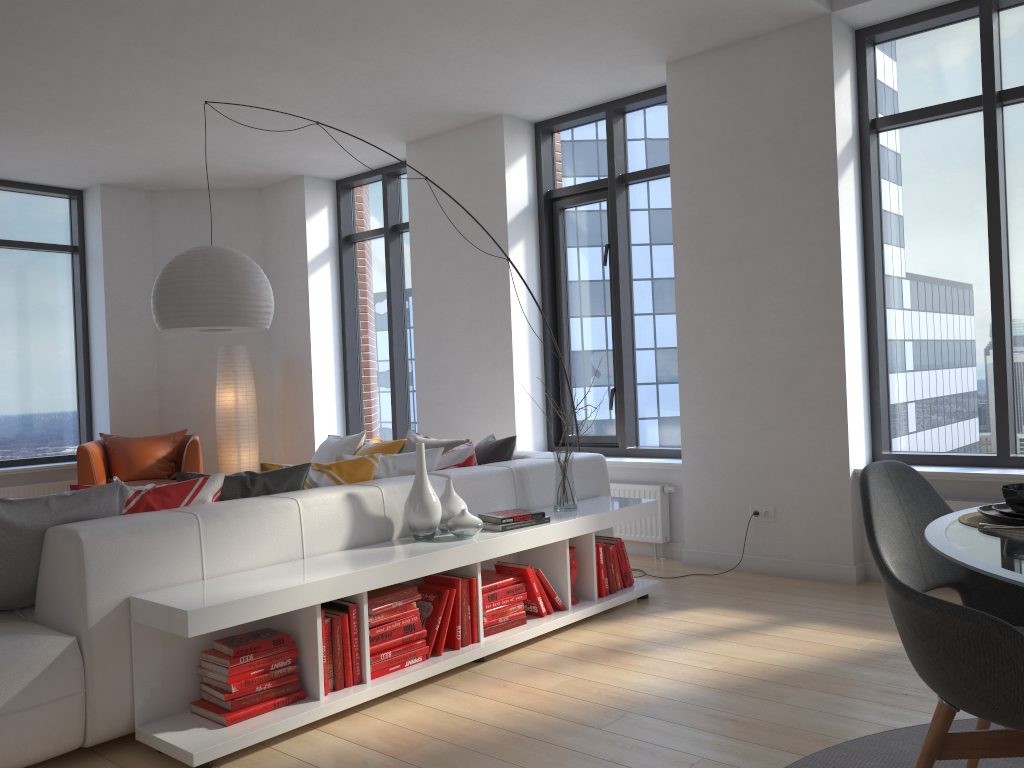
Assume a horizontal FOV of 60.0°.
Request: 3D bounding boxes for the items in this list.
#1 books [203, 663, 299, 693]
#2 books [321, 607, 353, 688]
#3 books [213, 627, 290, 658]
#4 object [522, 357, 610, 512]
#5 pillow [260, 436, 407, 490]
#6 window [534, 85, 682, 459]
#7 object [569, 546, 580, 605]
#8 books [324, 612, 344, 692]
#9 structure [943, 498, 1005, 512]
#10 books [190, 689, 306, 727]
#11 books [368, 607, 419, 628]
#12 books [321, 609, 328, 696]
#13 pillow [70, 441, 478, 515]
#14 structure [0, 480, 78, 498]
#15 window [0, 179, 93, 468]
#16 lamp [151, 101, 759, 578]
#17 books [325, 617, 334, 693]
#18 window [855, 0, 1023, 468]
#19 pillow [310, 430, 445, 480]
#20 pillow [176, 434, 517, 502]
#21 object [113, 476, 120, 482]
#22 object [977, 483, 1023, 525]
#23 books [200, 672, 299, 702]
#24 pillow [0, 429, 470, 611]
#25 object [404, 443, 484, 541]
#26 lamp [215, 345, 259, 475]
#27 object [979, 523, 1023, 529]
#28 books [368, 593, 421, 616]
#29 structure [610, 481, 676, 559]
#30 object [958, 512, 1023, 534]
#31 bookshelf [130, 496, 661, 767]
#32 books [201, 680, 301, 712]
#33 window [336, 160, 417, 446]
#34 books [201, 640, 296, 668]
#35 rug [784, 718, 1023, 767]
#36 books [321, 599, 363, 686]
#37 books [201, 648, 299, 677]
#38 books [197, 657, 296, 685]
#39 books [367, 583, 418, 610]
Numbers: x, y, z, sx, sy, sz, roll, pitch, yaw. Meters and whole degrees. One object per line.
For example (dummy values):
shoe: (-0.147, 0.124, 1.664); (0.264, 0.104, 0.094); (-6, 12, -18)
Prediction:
books: (-0.883, 0.979, 3.002); (0.182, 0.025, 0.257); (-2, 0, 41)
books: (-0.651, 0.944, 3.192); (0.195, 0.259, 0.042); (-2, 0, 41)
books: (-0.880, 0.873, 3.001); (0.206, 0.029, 0.152); (-2, 0, -43)
object: (0.305, 0.241, 4.306); (0.406, 0.744, 0.607); (-2, 0, -9)
pillow: (-0.917, 0.542, 4.762); (0.630, 0.440, 2.095); (-2, 0, -2)
window: (0.756, -0.709, 6.049); (1.310, 2.402, 0.170); (-2, 0, 41)
object: (0.253, 0.907, 4.202); (0.125, 0.258, 0.125); (-2, 0, 18)
books: (-0.683, 0.946, 3.170); (0.207, 0.259, 0.034); (-2, 0, 41)
structure: (2.363, 0.799, 4.272); (1.015, 0.460, 0.110); (-2, 0, 41)
books: (-0.886, 1.067, 2.985); (0.227, 0.032, 0.301); (-2, 0, 41)
books: (-0.500, 0.876, 3.368); (0.178, 0.023, 0.236); (-2, 0, 41)
books: (-0.726, 0.931, 3.116); (0.208, 0.294, 0.036); (-2, 0, 41)
pillow: (-0.852, 0.551, 4.007); (0.575, 0.449, 2.250); (-2, 0, 38)
structure: (-4.146, 1.061, 7.032); (0.110, 0.460, 1.474); (-2, 0, 41)
window: (-4.480, -0.497, 7.224); (0.170, 2.402, 1.960); (-2, 0, 41)
lamp: (-0.273, -0.188, 4.920); (3.199, 2.647, 0.710); (-2, 0, -13)
books: (-0.705, 0.947, 3.143); (0.181, 0.255, 0.031); (-2, 0, 41)
window: (2.491, -0.778, 4.541); (1.310, 2.402, 0.170); (-2, 0, 41)
pillow: (-0.977, 0.526, 5.076); (0.580, 0.456, 2.156); (-2, 0, -23)
pillow: (-0.645, 0.516, 4.259); (0.608, 0.436, 2.120); (-2, 0, 37)
object: (-2.213, 0.636, 4.768); (0.330, 0.265, 0.330); (-2, 0, -25)
object: (1.174, 0.265, 1.961); (0.258, 0.074, 0.258); (-2, 0, 21)
books: (-0.884, 1.004, 2.990); (0.266, 0.026, 0.187); (-2, 0, -43)
pillow: (-1.167, 0.533, 4.152); (0.647, 0.453, 2.953); (-2, 0, 29)
object: (-0.309, 0.440, 3.711); (0.316, 0.398, 0.319); (-2, 0, -25)
lamp: (-2.169, 0.435, 7.643); (0.804, 1.550, 0.502); (-2, 0, 1)
object: (1.177, 0.296, 1.946); (0.309, 0.015, 0.206); (-2, 0, -44)
books: (-0.503, 0.827, 3.370); (0.187, 0.026, 0.266); (-2, 0, 35)
structure: (0.629, 0.868, 5.780); (1.015, 0.460, 0.110); (-2, 0, 41)
object: (1.184, 0.303, 1.953); (0.360, 0.002, 0.360); (-2, 0, -7)
bookshelf: (-0.225, 0.885, 3.698); (0.356, 0.500, 2.600); (-2, 0, 41)
books: (-0.883, 1.034, 3.002); (0.206, 0.034, 0.259); (-2, 0, 44)
window: (-0.980, -0.640, 7.558); (1.310, 2.402, 0.170); (-2, 0, 41)
books: (-0.891, 0.900, 3.002); (0.178, 0.025, 0.254); (-2, 0, 40)
rug: (1.581, 1.058, 1.563); (2.499, 0.010, 2.499); (-2, 0, 14)
books: (-0.633, 0.927, 3.221); (0.214, 0.291, 0.049); (-2, 0, 41)
books: (-0.886, 0.926, 3.001); (0.179, 0.028, 0.269); (-2, 0, 42)
books: (-0.900, 0.954, 3.010); (0.191, 0.028, 0.261); (-2, 0, 41)
books: (-0.522, 0.798, 3.362); (0.206, 0.034, 0.259); (-2, 0, 38)
